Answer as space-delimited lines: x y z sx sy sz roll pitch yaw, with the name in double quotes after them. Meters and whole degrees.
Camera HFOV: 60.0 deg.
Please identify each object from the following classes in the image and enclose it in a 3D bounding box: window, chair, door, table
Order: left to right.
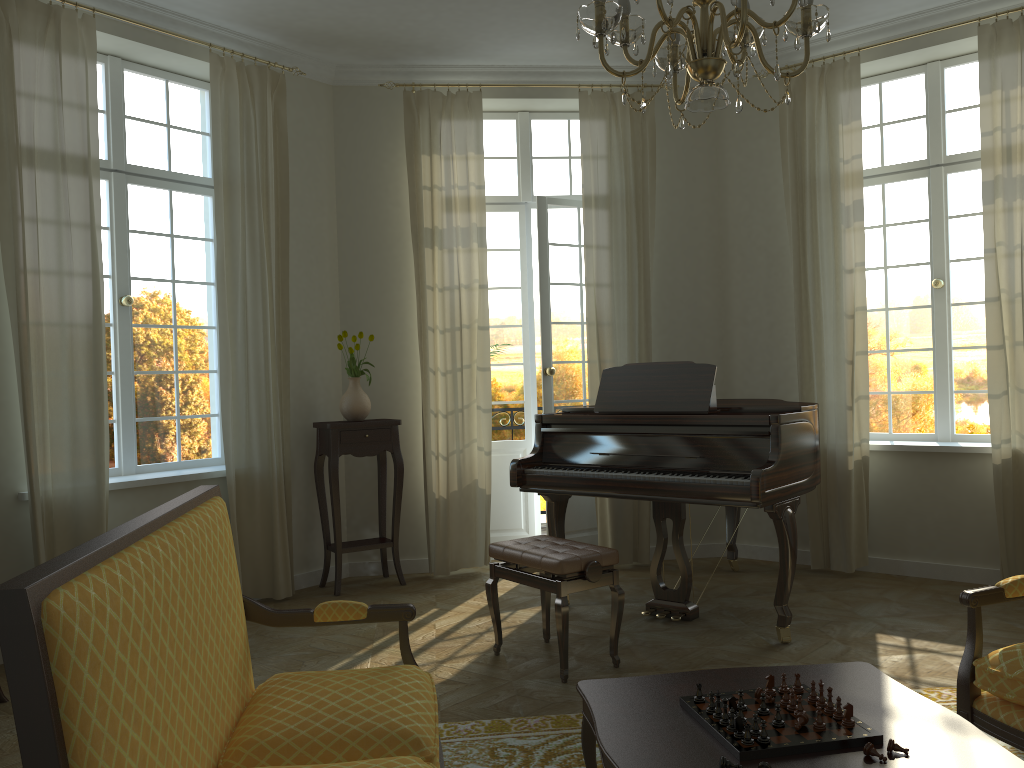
-2.361 -0.712 5.369 0.181 2.550 1.400 -2 0 39 "window"
-0.486 0.830 1.988 0.680 1.083 1.389 -2 0 -6 "chair"
-1.029 0.807 5.994 0.522 1.114 0.344 -2 0 -31 "table"
0.097 -1.723 6.752 1.380 0.680 0.055 -2 0 -6 "window"
0.171 -0.019 6.579 1.385 2.690 0.425 -2 0 -6 "door"
0.199 1.059 4.289 0.385 0.563 0.638 -2 0 -36 "chair"
0.676 1.092 2.174 0.922 0.494 0.932 -2 0 -5 "table"
2.847 -0.879 5.915 1.400 2.550 0.181 -2 0 39 "window"
1.714 0.758 2.402 0.671 1.083 0.730 -2 0 -21 "chair"

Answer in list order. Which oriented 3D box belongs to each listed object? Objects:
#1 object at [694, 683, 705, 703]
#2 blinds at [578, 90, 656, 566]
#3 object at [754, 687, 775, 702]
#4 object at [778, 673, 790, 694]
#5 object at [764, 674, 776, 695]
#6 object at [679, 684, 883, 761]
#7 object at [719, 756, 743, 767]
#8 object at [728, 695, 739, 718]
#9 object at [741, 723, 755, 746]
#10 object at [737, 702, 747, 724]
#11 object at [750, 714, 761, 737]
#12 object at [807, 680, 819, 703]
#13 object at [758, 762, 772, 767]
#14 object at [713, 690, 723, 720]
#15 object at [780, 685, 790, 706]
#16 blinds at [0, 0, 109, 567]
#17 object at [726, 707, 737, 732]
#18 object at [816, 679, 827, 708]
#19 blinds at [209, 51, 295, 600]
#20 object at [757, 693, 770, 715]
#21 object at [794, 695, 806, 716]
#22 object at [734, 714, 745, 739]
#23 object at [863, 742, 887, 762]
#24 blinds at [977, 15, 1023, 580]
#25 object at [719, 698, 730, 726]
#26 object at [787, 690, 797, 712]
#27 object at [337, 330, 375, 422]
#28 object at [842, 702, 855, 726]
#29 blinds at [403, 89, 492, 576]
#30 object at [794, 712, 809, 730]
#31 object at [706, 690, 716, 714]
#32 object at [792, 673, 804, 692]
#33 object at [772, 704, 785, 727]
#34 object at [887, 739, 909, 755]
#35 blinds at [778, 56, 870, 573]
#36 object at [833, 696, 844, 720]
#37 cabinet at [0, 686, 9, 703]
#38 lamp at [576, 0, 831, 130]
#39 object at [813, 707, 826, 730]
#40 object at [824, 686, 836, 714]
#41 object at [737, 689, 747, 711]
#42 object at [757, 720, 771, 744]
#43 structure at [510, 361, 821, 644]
0.490 0.808 2.320 0.030 0.044 0.030 -1 0 42 "object"
0.805 -0.405 6.317 0.554 3.386 0.162 -2 0 -11 "blinds"
0.658 0.809 2.307 0.030 0.030 0.052 -2 0 -44 "object"
0.725 0.797 2.366 0.030 0.050 0.030 -1 0 42 "object"
0.686 0.797 2.358 0.030 0.052 0.030 -1 0 42 "object"
0.655 0.834 2.210 0.360 0.021 0.360 -2 0 -11 "object"
0.483 0.837 1.958 0.052 0.030 0.030 -2 0 5 "object"
0.553 0.802 2.210 0.030 0.052 0.030 -2 0 12 "object"
0.543 0.808 2.045 0.030 0.044 0.030 -1 0 42 "object"
0.560 0.803 2.171 0.030 0.050 0.030 -1 0 42 "object"
0.575 0.803 2.092 0.030 0.050 0.030 -1 0 42 "object"
0.780 0.793 2.295 0.030 0.055 0.030 -1 0 42 "object"
0.542 0.836 1.908 0.030 0.030 0.052 -2 0 22 "object"
0.512 0.795 2.202 0.030 0.069 0.030 -1 0 42 "object"
0.703 0.798 2.278 0.030 0.050 0.030 -1 0 42 "object"
-2.360 -0.295 4.581 0.162 3.385 0.554 -1 0 44 "blinds"
0.528 0.802 2.124 0.030 0.055 0.030 -1 0 42 "object"
0.787 0.786 2.256 0.030 0.069 0.030 -1 0 42 "object"
-1.616 -0.323 5.579 0.159 3.381 0.552 -1 0 42 "blinds"
0.630 0.801 2.224 0.030 0.050 0.030 -1 0 42 "object"
0.715 0.798 2.203 0.030 0.050 0.030 -1 0 42 "object"
0.536 0.803 2.085 0.030 0.052 0.030 -1 0 42 "object"
0.818 0.826 1.992 0.030 0.030 0.052 -2 0 -39 "object"
3.077 -0.468 5.178 0.552 3.381 0.159 -1 0 42 "blinds"
0.520 0.797 2.163 0.030 0.064 0.030 -1 0 42 "object"
0.709 0.798 2.240 0.030 0.050 0.030 -1 0 42 "object"
-1.057 -0.054 5.985 0.242 0.609 0.264 -2 0 19 "object"
0.810 0.794 2.138 0.030 0.052 0.030 -1 0 42 "object"
-0.436 -0.361 6.237 0.552 3.386 0.159 -2 0 -9 "blinds"
0.689 0.809 2.129 0.030 0.030 0.052 -1 0 40 "object"
0.505 0.802 2.242 0.030 0.055 0.030 -1 0 42 "object"
0.765 0.799 2.374 0.030 0.044 0.030 -1 0 42 "object"
0.644 0.801 2.147 0.030 0.050 0.030 -1 0 42 "object"
0.877 0.824 2.014 0.047 0.030 0.030 -2 0 31 "object"
2.080 -0.443 5.922 0.554 3.384 0.162 -1 0 44 "blinds"
0.803 0.793 2.177 0.030 0.055 0.030 -1 0 42 "object"
-2.492 0.739 3.587 0.542 1.386 0.733 -2 0 -6 "cabinet"
0.543 -1.528 2.564 0.661 1.466 0.662 -2 0 -36 "lamp"
0.736 0.798 2.123 0.030 0.050 0.030 -1 0 42 "object"
0.795 0.788 2.216 0.030 0.064 0.030 -1 0 42 "object"
0.582 0.802 2.255 0.030 0.050 0.030 -1 0 42 "object"
0.583 0.803 2.053 0.030 0.050 0.030 -1 0 42 "object"
1.155 0.584 5.309 1.514 1.439 1.856 -2 0 39 "structure"
